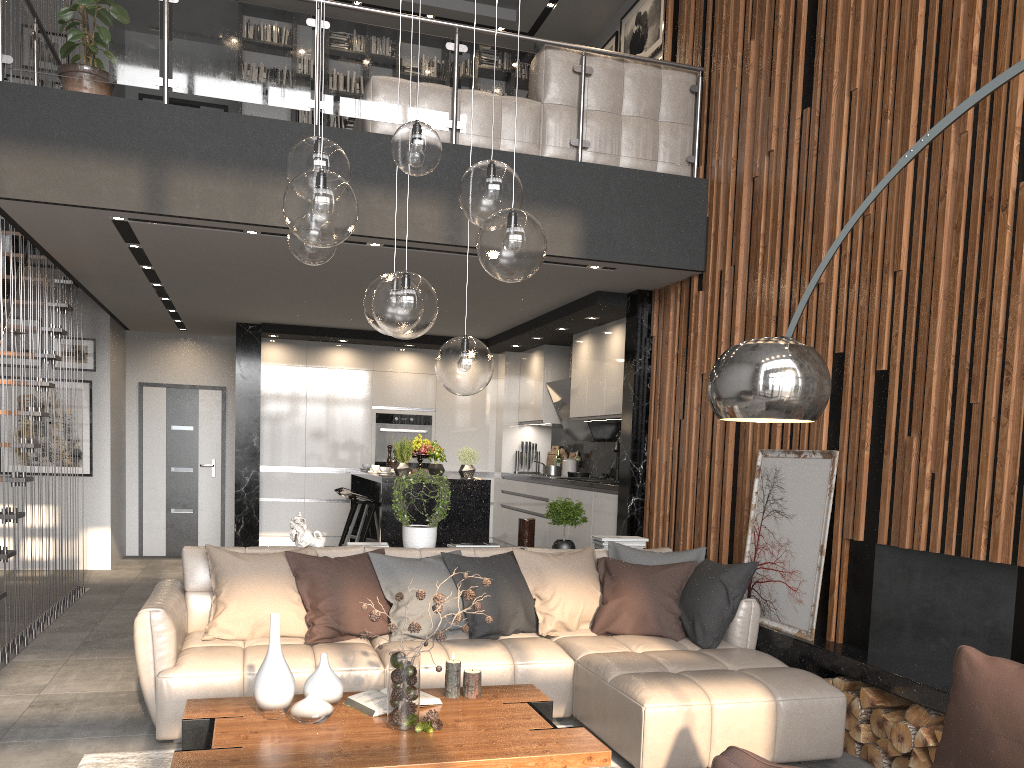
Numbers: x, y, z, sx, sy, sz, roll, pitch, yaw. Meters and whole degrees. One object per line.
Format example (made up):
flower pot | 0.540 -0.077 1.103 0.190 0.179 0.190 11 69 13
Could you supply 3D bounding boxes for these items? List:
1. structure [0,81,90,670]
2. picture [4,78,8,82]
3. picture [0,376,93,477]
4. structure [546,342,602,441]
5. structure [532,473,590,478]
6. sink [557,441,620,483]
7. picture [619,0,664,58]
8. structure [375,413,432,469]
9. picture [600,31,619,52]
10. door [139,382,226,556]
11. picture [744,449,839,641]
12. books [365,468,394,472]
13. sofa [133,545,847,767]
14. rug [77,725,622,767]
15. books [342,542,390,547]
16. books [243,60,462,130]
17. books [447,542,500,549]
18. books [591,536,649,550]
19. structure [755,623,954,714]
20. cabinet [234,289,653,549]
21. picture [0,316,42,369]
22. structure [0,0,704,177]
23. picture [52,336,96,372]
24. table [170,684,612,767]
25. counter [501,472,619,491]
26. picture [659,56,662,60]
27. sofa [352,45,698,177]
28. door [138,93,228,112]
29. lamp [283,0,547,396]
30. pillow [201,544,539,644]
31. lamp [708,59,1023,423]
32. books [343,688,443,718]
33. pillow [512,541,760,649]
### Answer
structure | -3.897 -1.226 6.159 1.179 6.105 3.566 1 3 -17
picture | -4.865 -2.783 8.627 0.333 0.415 0.024 2 5 -17
picture | -4.770 0.440 8.957 0.872 1.003 0.024 2 5 -17
structure | 0.662 0.071 9.026 0.414 1.040 0.732 1 2 -17
structure | 0.533 0.964 9.071 0.510 0.060 0.598 3 -5 -17
sink | 0.839 0.794 8.108 0.498 0.550 1.108 2 -2 -17
picture | 1.191 -3.238 8.037 0.025 0.659 0.987 1 -1 -17
structure | -1.339 0.687 10.428 0.656 0.638 0.648 2 0 -17
picture | 0.891 -2.932 9.027 0.025 1.001 0.866 1 1 -17
door | -3.953 1.053 10.507 0.975 2.102 0.167 1 5 -17
picture | 1.519 0.864 4.877 0.101 1.007 0.723 1 2 -17
books | -1.243 0.832 8.459 0.323 0.038 0.171 3 -4 -17
sofa | -0.167 1.318 4.433 3.248 0.825 1.869 3 -3 -17
rug | -0.554 1.631 3.421 2.301 0.020 1.602 3 -5 -17
books | -0.885 1.032 5.385 0.348 0.101 0.193 3 -3 -17
books | -1.111 -2.474 9.428 3.442 2.354 0.209 2 4 -17
books | -0.258 1.064 5.570 0.325 0.100 0.204 3 -3 -17
books | 0.710 1.092 5.807 0.333 0.152 0.199 3 -1 -16
structure | 2.088 1.529 3.784 0.668 0.460 6.509 2 -4 -17
cabinet | -0.806 0.383 8.323 3.624 3.265 6.178 2 -2 -17
picture | -4.965 -0.422 8.822 0.410 0.511 0.024 2 5 -17
structure | -1.218 -1.750 6.851 4.227 0.745 3.364 3 -4 -17
picture | -4.490 -0.308 8.973 0.410 0.337 0.024 2 4 -17
table | -0.481 1.451 3.294 1.454 0.357 0.894 3 -3 -17
counter | 0.655 0.957 8.662 0.611 0.040 3.445 3 -5 -16
picture | 1.262 -2.626 7.789 0.022 0.445 0.355 1 2 -17
sofa | -0.110 -1.741 6.665 2.280 0.787 2.279 3 -4 -17
door | -3.838 -2.244 10.233 0.975 2.102 0.167 1 5 -17
lamp | -0.312 -2.499 2.975 1.232 5.045 1.216 1 4 -20
pillow | -0.660 1.145 4.769 1.943 0.504 0.539 3 -1 -17
lamp | 1.229 0.401 1.747 0.319 2.355 2.021 -2 3 -40
books | -0.477 1.274 3.532 0.343 0.040 0.231 6 -5 -39
pillow | 0.698 1.223 5.070 1.381 0.552 0.760 1 -1 14
